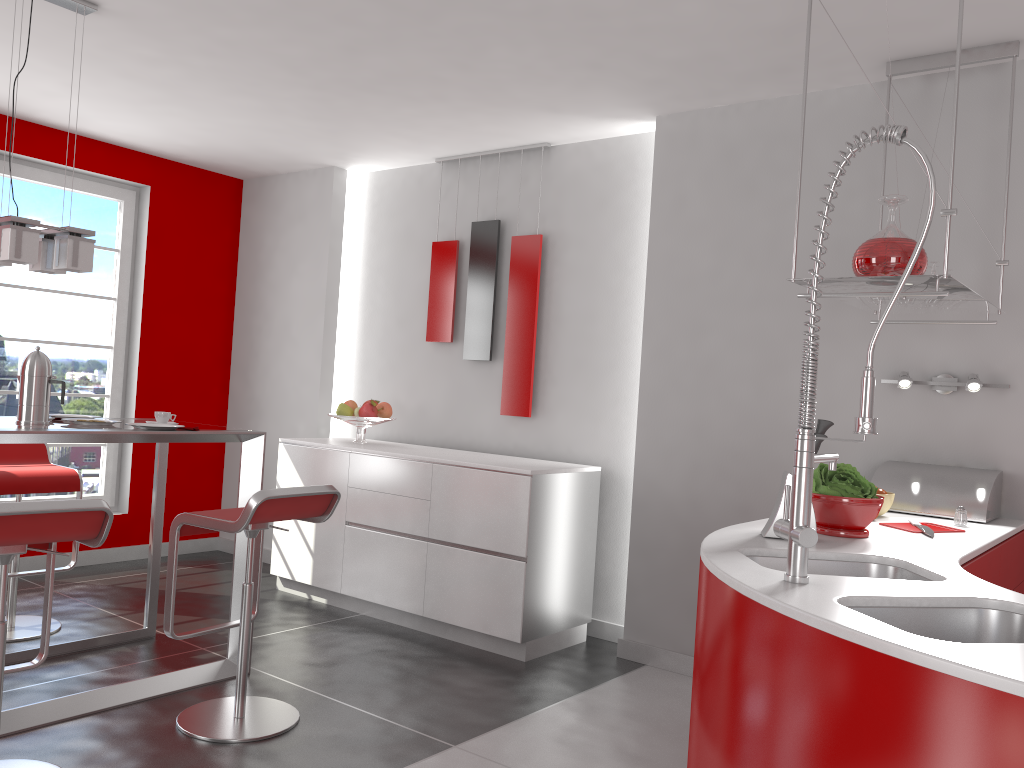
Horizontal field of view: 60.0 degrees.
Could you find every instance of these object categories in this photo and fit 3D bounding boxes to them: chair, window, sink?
[{"bbox_3d":[-2.282,0.694,4.069,0.460,0.857,0.418,3,-1,40],"label":"chair"},{"bbox_3d":[-0.929,0.772,3.159,0.460,0.857,0.418,3,-1,33],"label":"chair"},{"bbox_3d":[-2.779,-0.250,5.345,0.117,2.038,0.938,3,-1,37],"label":"window"},{"bbox_3d":[0.815,0.522,1.579,0.428,0.172,0.326,4,-1,-14],"label":"sink"},{"bbox_3d":[0.749,0.522,2.061,0.428,0.172,0.326,4,-1,-2],"label":"sink"},{"bbox_3d":[-1.438,0.732,2.497,0.460,0.857,0.418,3,-1,42],"label":"chair"}]

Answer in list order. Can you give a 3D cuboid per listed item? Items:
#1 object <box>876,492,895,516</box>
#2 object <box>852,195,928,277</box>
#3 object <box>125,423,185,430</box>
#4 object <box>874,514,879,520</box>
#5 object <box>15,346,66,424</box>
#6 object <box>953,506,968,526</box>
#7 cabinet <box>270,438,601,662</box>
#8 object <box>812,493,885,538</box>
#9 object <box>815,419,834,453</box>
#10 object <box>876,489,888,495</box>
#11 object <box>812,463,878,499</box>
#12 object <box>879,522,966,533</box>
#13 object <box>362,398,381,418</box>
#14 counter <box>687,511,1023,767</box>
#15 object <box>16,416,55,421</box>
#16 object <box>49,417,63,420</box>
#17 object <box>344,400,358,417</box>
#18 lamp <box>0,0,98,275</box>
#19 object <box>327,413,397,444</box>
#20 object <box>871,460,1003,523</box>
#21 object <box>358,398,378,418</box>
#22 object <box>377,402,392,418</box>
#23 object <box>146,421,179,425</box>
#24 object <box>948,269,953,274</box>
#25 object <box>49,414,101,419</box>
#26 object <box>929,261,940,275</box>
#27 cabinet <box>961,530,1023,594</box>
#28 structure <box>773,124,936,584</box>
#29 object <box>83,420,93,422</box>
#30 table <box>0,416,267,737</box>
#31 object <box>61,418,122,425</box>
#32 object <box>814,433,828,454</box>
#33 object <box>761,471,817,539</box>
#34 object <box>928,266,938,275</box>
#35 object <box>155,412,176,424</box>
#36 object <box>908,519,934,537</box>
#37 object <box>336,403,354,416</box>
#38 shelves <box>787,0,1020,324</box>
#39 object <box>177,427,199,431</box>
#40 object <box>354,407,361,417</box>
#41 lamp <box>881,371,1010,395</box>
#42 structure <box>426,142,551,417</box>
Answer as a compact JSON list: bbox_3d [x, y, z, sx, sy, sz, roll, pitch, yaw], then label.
[{"bbox_3d":[1.229,0.417,3.106,0.201,0.086,0.201,3,-1,38],"label":"object"},{"bbox_3d":[1.153,-0.435,2.701,0.213,0.266,0.213,4,-1,-25],"label":"object"},{"bbox_3d":[-1.375,0.165,3.416,0.217,0.015,0.217,4,-1,-16],"label":"object"},{"bbox_3d":[1.190,0.432,2.961,0.063,0.047,0.065,3,-1,37],"label":"object"},{"bbox_3d":[-1.756,0.003,3.301,0.149,0.287,0.113,4,-1,-45],"label":"object"},{"bbox_3d":[1.501,0.441,2.965,0.043,0.066,0.042,4,-1,-40],"label":"object"},{"bbox_3d":[-0.474,0.806,4.818,1.802,0.880,0.610,3,-1,37],"label":"cabinet"},{"bbox_3d":[0.953,0.376,2.572,0.228,0.118,0.229,4,-1,8],"label":"object"},{"bbox_3d":[0.790,0.254,2.415,0.150,0.322,0.014,4,-1,8],"label":"object"},{"bbox_3d":[1.279,0.390,3.099,0.062,0.049,0.066,3,-1,34],"label":"object"},{"bbox_3d":[0.951,0.322,2.564,0.193,0.182,0.198,3,-1,43],"label":"object"},{"bbox_3d":[1.306,0.457,2.825,0.266,0.006,0.168,4,-1,-26],"label":"object"},{"bbox_3d":[-0.833,0.142,5.252,0.117,0.129,0.150,4,-1,-5],"label":"object"},{"bbox_3d":[1.282,0.892,2.066,1.868,0.880,2.865,4,-1,-19],"label":"counter"},{"bbox_3d":[-1.854,0.135,3.450,0.119,0.016,0.119,3,-1,35],"label":"object"},{"bbox_3d":[-1.910,0.134,3.575,0.234,0.012,0.095,3,-1,36],"label":"object"},{"bbox_3d":[-0.951,0.147,5.219,0.096,0.105,0.117,4,-1,-24],"label":"object"},{"bbox_3d":[-1.742,-0.942,3.289,0.304,1.025,0.304,3,-1,37],"label":"lamp"},{"bbox_3d":[-0.875,0.264,5.148,0.398,0.159,0.398,4,-1,-3],"label":"object"},{"bbox_3d":[1.570,0.391,3.297,0.400,0.170,0.300,3,-1,37],"label":"object"},{"bbox_3d":[-0.826,0.142,5.066,0.117,0.133,0.097,3,-1,27],"label":"object"},{"bbox_3d":[-0.739,0.155,5.165,0.097,0.101,0.121,4,-1,16],"label":"object"},{"bbox_3d":[-1.437,0.164,3.642,0.119,0.016,0.119,4,-1,-33],"label":"object"},{"bbox_3d":[1.568,-0.341,3.199,0.060,0.141,0.060,3,-1,37],"label":"object"},{"bbox_3d":[-1.823,0.139,3.683,0.217,0.015,0.217,4,-1,13],"label":"object"},{"bbox_3d":[1.452,-0.349,3.059,0.060,0.141,0.060,3,-1,37],"label":"object"},{"bbox_3d":[1.481,0.874,2.255,1.025,0.761,1.875,4,-1,-7],"label":"cabinet"},{"bbox_3d":[0.674,-0.052,1.815,0.178,0.920,0.308,4,-1,-9],"label":"structure"},{"bbox_3d":[-1.636,0.144,3.418,0.036,0.006,0.034,4,-1,-29],"label":"object"},{"bbox_3d":[-1.878,0.639,3.230,0.800,1.000,1.700,3,-1,37],"label":"table"},{"bbox_3d":[-1.635,0.149,3.451,0.217,0.015,0.217,4,-1,-15],"label":"object"},{"bbox_3d":[0.775,0.269,2.389,0.130,0.279,0.012,4,-1,8],"label":"object"},{"bbox_3d":[0.758,0.329,2.420,0.137,0.178,0.091,4,-1,10],"label":"object"},{"bbox_3d":[1.492,-0.346,3.151,0.060,0.141,0.060,3,-1,37],"label":"object"},{"bbox_3d":[-1.431,0.141,3.649,0.062,0.049,0.078,3,-1,37],"label":"object"},{"bbox_3d":[1.287,0.449,2.771,0.041,0.008,0.375,4,-1,14],"label":"object"},{"bbox_3d":[-0.955,0.153,5.072,0.100,0.086,0.083,4,-1,-3],"label":"object"},{"bbox_3d":[1.333,-0.749,2.946,0.462,1.023,0.934,3,-1,37],"label":"shelves"},{"bbox_3d":[-1.287,0.174,3.522,0.234,0.012,0.095,3,-1,37],"label":"object"},{"bbox_3d":[-0.878,0.173,5.175,0.086,0.079,0.084,4,-1,-25],"label":"object"},{"bbox_3d":[1.634,-0.003,3.378,0.454,0.081,0.155,3,-1,37],"label":"lamp"},{"bbox_3d":[-0.171,-0.586,5.082,0.820,1.503,0.040,3,-1,37],"label":"structure"}]
